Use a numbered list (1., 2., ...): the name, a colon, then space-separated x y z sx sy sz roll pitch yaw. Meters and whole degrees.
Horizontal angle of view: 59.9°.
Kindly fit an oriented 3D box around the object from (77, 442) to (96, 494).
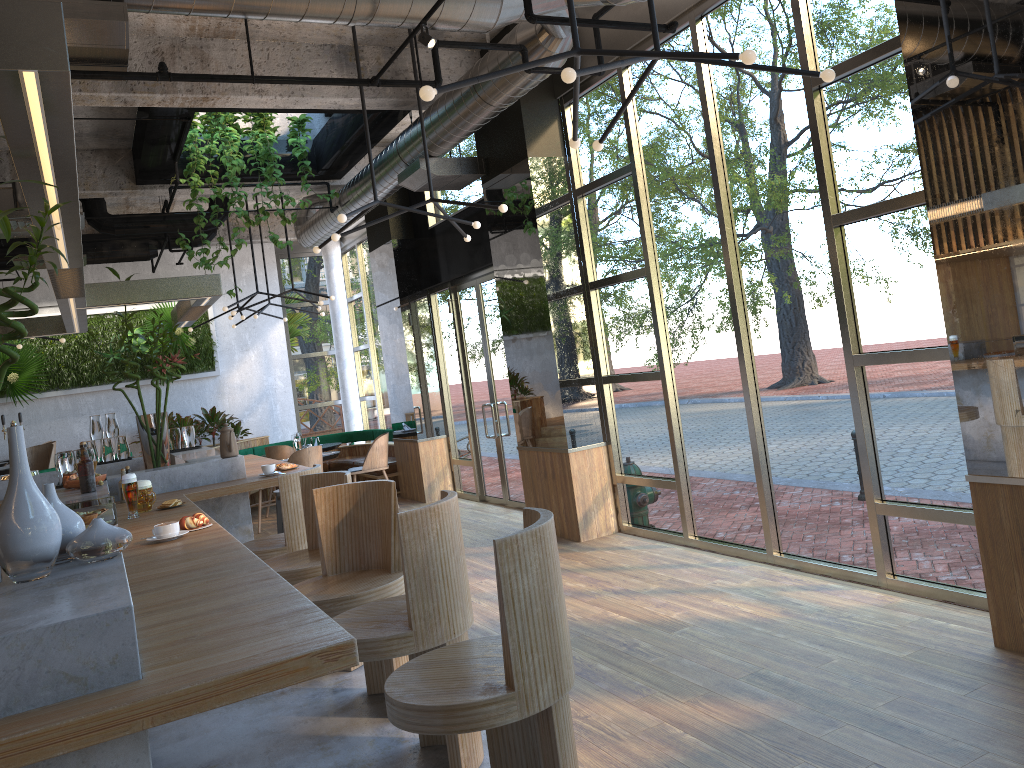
1. object: -2.300 0.448 4.791 0.074 0.277 0.076 -8 -2 9

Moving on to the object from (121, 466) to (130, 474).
1. object: -2.428 0.628 5.583 0.070 0.215 0.163 -8 -1 0

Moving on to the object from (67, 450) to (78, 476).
1. object: -2.776 0.528 5.644 0.104 0.209 0.106 -8 -2 8

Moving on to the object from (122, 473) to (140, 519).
1. object: -1.978 0.581 4.612 0.074 0.232 0.075 -8 -2 6

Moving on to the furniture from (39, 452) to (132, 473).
1. furniture: -6.388 1.642 9.581 4.586 1.137 2.842 -7 1 27

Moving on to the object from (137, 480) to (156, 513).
1. object: -2.008 0.610 4.831 0.116 0.172 0.131 -7 -1 -33

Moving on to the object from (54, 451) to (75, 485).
1. object: -2.771 0.531 5.508 0.102 0.209 0.108 -8 -2 18

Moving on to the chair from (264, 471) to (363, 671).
1. chair: -1.064 0.990 4.643 0.527 0.970 0.567 -9 -1 23

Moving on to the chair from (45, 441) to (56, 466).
1. chair: -5.784 1.194 10.760 0.471 0.924 0.586 -9 -2 43

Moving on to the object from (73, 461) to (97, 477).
1. object: -2.357 0.510 4.936 0.107 0.162 0.104 -8 -1 8

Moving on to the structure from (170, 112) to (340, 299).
1. structure: -2.968 -2.056 9.076 1.585 2.348 3.024 -8 0 11

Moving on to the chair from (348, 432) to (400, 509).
1. chair: -1.723 1.094 10.867 0.571 0.924 0.485 -8 -1 -12

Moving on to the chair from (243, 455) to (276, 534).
1. chair: -2.968 1.275 10.719 0.471 0.924 0.586 -9 -2 43

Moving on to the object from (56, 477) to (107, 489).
1. object: -2.736 0.618 5.650 0.285 0.019 0.418 -9 2 -26

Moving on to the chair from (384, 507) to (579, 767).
1. chair: -0.085 0.905 2.592 0.564 0.970 0.529 -8 -1 -17

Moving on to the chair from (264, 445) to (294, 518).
1. chair: -2.981 1.247 11.814 0.483 0.924 0.573 -8 -1 18

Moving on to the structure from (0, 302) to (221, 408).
1. structure: -6.722 -0.414 12.223 5.284 1.494 0.775 -9 -1 -30

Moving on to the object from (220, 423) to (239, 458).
1. object: -1.946 0.385 6.097 0.205 0.234 0.123 -8 -1 31

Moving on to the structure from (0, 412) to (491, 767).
1. structure: -3.661 1.143 3.900 6.109 1.732 6.810 -9 1 -27

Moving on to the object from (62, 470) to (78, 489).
1. object: -2.606 0.562 5.302 0.087 0.107 0.158 -8 0 20

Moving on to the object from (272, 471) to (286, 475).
1. object: -1.537 0.588 5.864 0.129 0.027 0.031 -7 1 40

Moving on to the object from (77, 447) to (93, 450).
1. object: -2.766 0.523 5.768 0.102 0.209 0.108 -8 -2 18

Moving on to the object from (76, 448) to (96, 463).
1. object: -2.670 0.514 5.571 0.102 0.209 0.108 -8 -2 18

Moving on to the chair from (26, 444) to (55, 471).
1. chair: -5.211 1.142 9.654 0.496 0.924 0.558 -8 -1 3

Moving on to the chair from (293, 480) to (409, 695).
1. chair: -0.735 0.962 3.935 0.552 0.970 0.542 -8 -1 -3

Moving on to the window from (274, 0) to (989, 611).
1. window: -0.431 -1.750 4.978 4.331 6.500 19.453 -7 1 -25

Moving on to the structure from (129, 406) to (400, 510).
1. structure: -1.108 0.863 4.318 6.307 1.550 19.219 -9 2 -26

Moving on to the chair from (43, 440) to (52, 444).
1. chair: -6.330 1.246 11.709 0.582 0.924 0.475 -7 -2 -27

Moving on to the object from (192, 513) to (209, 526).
1. object: -1.376 0.599 3.917 0.063 0.059 0.070 -8 0 -36

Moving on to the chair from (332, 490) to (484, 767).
1. chair: -0.414 0.933 3.294 0.519 0.970 0.575 -9 -2 38

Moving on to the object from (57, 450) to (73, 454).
1. object: -2.869 0.539 5.724 0.102 0.209 0.108 -8 -2 18

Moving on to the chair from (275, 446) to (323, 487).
1. chair: -2.437 1.206 10.475 0.528 0.924 0.523 -9 -2 43

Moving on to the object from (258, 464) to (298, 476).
1. object: -1.578 0.566 6.061 0.180 0.073 0.421 -8 1 10

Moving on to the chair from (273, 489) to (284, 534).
1. chair: -1.948 1.304 8.207 0.528 0.697 0.501 -8 -1 -13

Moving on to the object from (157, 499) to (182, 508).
1. object: -1.865 0.654 4.851 0.096 0.041 0.143 -8 1 8

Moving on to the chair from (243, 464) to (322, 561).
1. chair: -1.366 1.015 5.316 0.530 0.970 0.564 -8 -1 20

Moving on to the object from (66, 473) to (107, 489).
1. object: -2.464 0.563 5.151 0.197 0.073 0.222 -8 1 -7

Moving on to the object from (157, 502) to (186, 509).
1. object: -1.862 0.669 4.853 0.143 0.013 0.157 -7 2 35

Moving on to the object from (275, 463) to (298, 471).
1. object: -1.601 0.576 6.203 0.158 0.053 0.158 -8 1 18

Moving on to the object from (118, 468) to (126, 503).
1. object: -2.407 0.630 5.516 0.067 0.210 0.073 -9 -2 31

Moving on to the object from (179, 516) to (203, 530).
1. object: -1.418 0.606 3.878 0.125 0.060 0.073 -8 0 32

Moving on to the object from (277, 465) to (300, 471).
1. object: -1.591 0.594 6.198 0.203 0.013 0.209 -8 2 9
